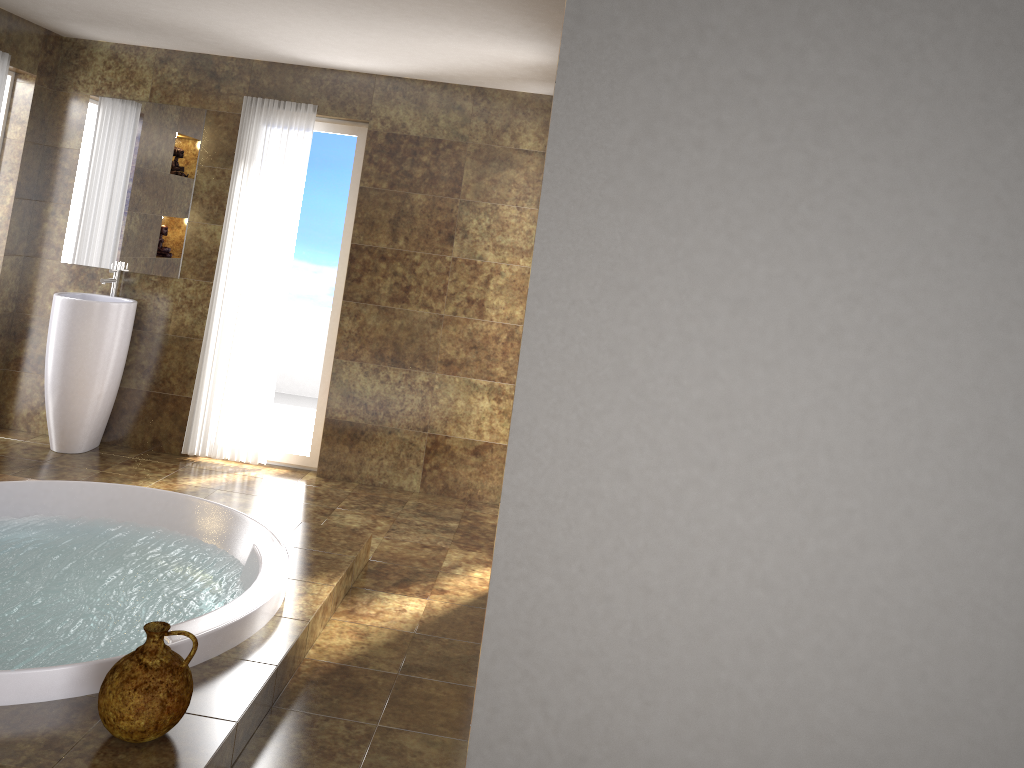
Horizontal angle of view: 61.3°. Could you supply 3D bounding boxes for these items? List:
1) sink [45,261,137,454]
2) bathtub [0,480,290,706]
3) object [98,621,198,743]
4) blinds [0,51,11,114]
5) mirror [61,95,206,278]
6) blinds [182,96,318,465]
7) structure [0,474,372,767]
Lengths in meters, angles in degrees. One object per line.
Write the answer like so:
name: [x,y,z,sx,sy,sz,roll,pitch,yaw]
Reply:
sink: [-2.547,-0.174,5.164,0.460,1.138,0.432,7,-3,6]
bathtub: [-1.707,0.741,3.085,1.779,0.522,1.733,13,9,34]
object: [-0.950,0.772,2.259,0.227,0.275,0.232,7,1,-25]
blinds: [-3.087,-0.760,4.697,0.068,2.280,0.593,7,-4,2]
mirror: [-2.395,-1.255,5.472,0.769,1.094,0.008,8,-5,4]
blinds: [-1.606,-0.663,5.341,0.520,2.268,0.066,7,-5,4]
structure: [-1.707,0.749,3.086,2.008,0.124,2.014,8,8,3]
